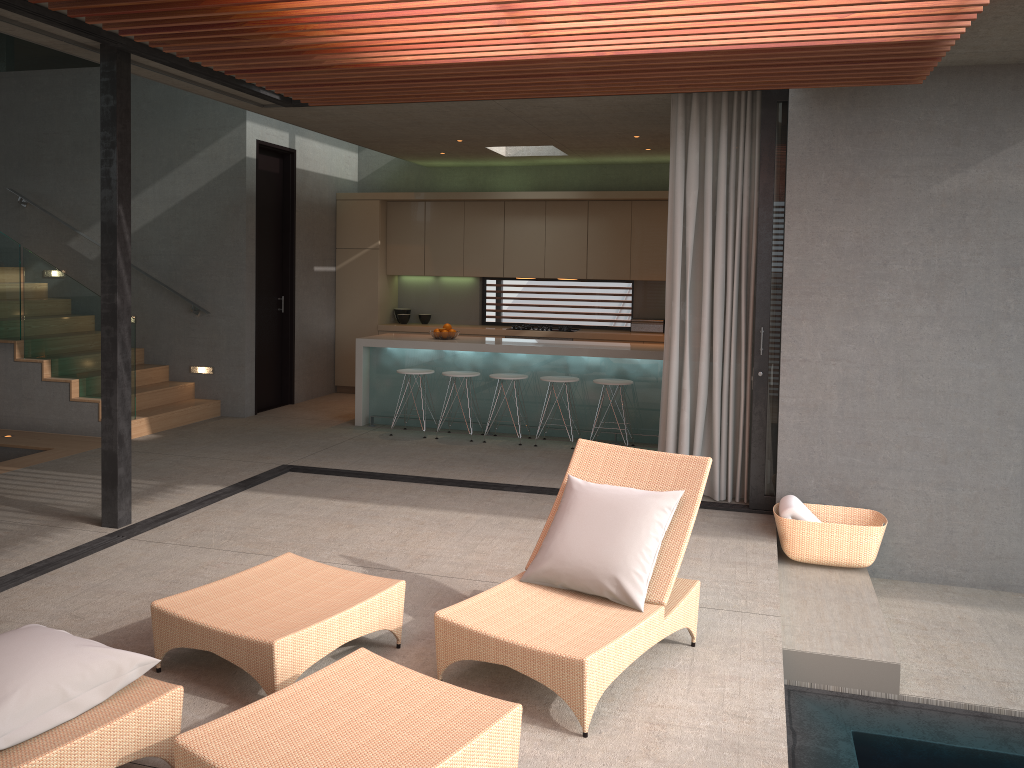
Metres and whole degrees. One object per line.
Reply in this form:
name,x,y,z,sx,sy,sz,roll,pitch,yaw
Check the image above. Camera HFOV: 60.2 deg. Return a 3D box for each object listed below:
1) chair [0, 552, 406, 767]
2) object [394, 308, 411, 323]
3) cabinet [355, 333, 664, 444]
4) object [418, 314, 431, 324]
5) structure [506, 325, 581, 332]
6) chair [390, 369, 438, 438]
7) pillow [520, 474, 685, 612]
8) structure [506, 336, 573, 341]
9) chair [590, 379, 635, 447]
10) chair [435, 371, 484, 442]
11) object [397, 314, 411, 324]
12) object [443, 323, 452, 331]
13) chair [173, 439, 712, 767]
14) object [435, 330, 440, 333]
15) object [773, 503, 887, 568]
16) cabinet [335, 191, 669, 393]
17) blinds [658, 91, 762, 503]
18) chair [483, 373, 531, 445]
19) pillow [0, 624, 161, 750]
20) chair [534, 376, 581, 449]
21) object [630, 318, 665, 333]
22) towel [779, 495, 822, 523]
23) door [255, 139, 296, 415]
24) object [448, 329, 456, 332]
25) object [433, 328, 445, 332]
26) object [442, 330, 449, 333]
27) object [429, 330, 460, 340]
chair,-1.345,0.825,3.048,0.702,0.823,2.304,4,7,31
object,-1.443,-0.895,11.637,0.225,0.187,0.227,0,6,-7
cabinet,0.482,0.042,8.891,4.124,0.896,0.804,3,5,16
object,-1.136,-0.843,11.515,0.169,0.126,0.170,1,6,2
structure,0.394,-0.663,10.872,0.839,0.090,0.466,3,8,16
chair,-0.954,0.179,8.700,0.382,0.621,0.384,2,4,16
pillow,0.400,0.676,3.906,0.610,0.425,0.428,5,6,34
structure,0.319,-0.314,10.648,0.829,0.499,0.079,3,3,16
chair,0.927,0.283,8.172,0.382,0.621,0.384,2,4,16
chair,-0.499,0.204,8.572,0.382,0.621,0.384,2,4,16
object,-1.399,-0.840,11.451,0.169,0.126,0.170,1,6,2
object,-0.674,-0.583,9.206,0.095,0.094,0.094,5,6,36
chair,-0.034,0.820,3.278,0.702,0.823,2.303,4,7,35
object,-0.769,-0.515,9.128,0.081,0.081,0.081,6,7,44
object,2.001,0.971,5.592,0.680,0.299,0.448,3,6,15
cabinet,1.226,-0.921,9.980,7.476,2.557,1.975,3,5,16
blinds,1.496,-0.627,6.351,0.885,2.922,0.230,2,3,12
chair,-0.038,0.230,8.441,0.382,0.621,0.384,2,4,16
pillow,-1.549,0.913,2.779,0.596,0.193,0.596,5,8,27
chair,0.442,0.256,8.308,0.382,0.621,0.384,2,4,16
object,1.659,-0.709,10.756,0.400,0.159,0.241,3,6,16
towel,1.856,0.907,5.625,0.309,0.310,0.371,3,6,16
door,-2.528,-0.118,7.470,15.317,4.457,5.812,0,6,-12
object,-0.619,-0.522,9.153,0.094,0.094,0.095,1,5,5
object,-0.759,-0.530,9.181,0.096,0.099,0.174,-2,7,-29
object,-0.691,-0.514,9.096,0.086,0.086,0.087,2,5,6
object,-0.701,-0.509,9.186,0.315,0.081,0.317,3,7,16
